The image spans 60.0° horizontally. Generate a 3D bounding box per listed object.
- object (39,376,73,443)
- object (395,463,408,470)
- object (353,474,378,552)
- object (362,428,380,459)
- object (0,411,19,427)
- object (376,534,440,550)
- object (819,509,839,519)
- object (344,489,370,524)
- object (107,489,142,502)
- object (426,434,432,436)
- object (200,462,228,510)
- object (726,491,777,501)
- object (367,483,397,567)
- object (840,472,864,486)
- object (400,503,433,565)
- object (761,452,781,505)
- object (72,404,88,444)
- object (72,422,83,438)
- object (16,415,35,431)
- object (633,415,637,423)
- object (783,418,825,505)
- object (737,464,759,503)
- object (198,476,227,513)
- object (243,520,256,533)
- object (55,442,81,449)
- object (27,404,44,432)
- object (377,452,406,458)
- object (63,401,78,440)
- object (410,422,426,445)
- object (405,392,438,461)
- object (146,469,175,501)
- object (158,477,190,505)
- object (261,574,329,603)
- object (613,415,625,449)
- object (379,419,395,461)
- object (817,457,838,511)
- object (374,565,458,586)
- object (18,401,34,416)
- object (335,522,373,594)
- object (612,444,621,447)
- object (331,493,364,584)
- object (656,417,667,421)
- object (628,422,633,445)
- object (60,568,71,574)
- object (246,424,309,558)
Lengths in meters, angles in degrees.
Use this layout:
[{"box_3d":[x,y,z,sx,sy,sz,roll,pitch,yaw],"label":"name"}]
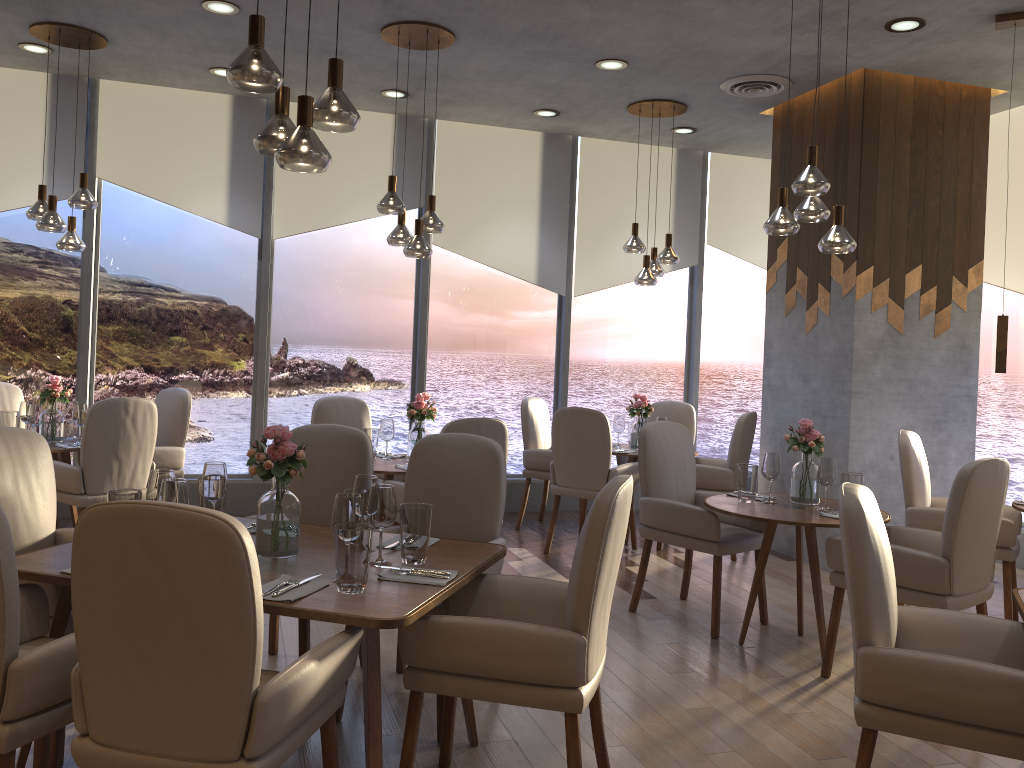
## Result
[{"box_3d":[-2.849,0.153,5.519,0.198,0.416,0.210,2,0,-20],"label":"object"},{"box_3d":[-0.559,0.465,4.993,0.157,0.019,0.255,1,2,-33],"label":"object"},{"box_3d":[-0.481,0.423,2.905,0.092,0.244,0.092,3,0,35],"label":"object"},{"box_3d":[-0.855,0.360,5.356,0.102,0.178,0.102,3,1,22],"label":"object"},{"box_3d":[-3.134,0.259,5.520,0.102,0.178,0.102,3,1,13],"label":"object"},{"box_3d":[-0.359,0.537,3.012,0.157,0.019,0.255,3,2,16],"label":"object"},{"box_3d":[1.486,0.585,3.971,0.157,0.019,0.255,1,3,-42],"label":"object"},{"box_3d":[-0.522,0.451,3.007,0.102,0.178,0.102,3,1,32],"label":"object"},{"box_3d":[-1.230,0.428,2.807,0.102,0.178,0.102,3,1,24],"label":"object"},{"box_3d":[-0.449,0.385,5.120,0.102,0.178,0.102,2,1,3],"label":"object"},{"box_3d":[-1.031,0.395,3.065,0.092,0.244,0.092,2,0,-4],"label":"object"},{"box_3d":[1.215,0.558,4.428,0.157,0.019,0.255,1,3,-43],"label":"object"},{"box_3d":[-0.402,0.433,2.727,0.092,0.244,0.092,3,0,39],"label":"object"},{"box_3d":[1.575,0.504,4.113,0.102,0.178,0.102,2,1,-26],"label":"object"},{"box_3d":[-0.303,0.468,2.770,0.102,0.178,0.102,3,1,30],"label":"object"},{"box_3d":[1.245,0.452,4.263,0.092,0.244,0.092,2,0,-23],"label":"object"},{"box_3d":[-2.678,0.246,5.496,0.092,0.244,0.092,2,0,-23],"label":"object"},{"box_3d":[-2.821,0.263,5.791,0.102,0.178,0.102,2,1,-23],"label":"object"},{"box_3d":[-2.886,0.279,5.254,0.102,0.178,0.102,3,1,34],"label":"object"},{"box_3d":[0.960,0.356,6.727,0.092,0.244,0.092,2,0,-15],"label":"object"},{"box_3d":[1.423,0.373,4.313,0.198,0.416,0.210,3,1,30],"label":"object"},{"box_3d":[1.136,0.480,4.283,0.102,0.178,0.102,2,1,-37],"label":"object"},{"box_3d":[-1.071,0.423,3.167,0.102,0.178,0.102,3,1,32],"label":"object"},{"box_3d":[-0.908,0.509,3.172,0.157,0.019,0.255,3,2,16],"label":"object"},{"box_3d":[-2.642,0.366,5.336,0.255,0.019,0.157,4,3,42],"label":"object"},{"box_3d":[-2.883,0.243,5.363,0.092,0.244,0.092,2,0,18],"label":"object"},{"box_3d":[-0.755,0.440,5.486,0.157,0.019,0.255,1,2,-34],"label":"object"},{"box_3d":[-2.828,0.234,5.682,0.092,0.244,0.092,3,0,38],"label":"object"},{"box_3d":[-0.550,0.347,5.159,0.092,0.244,0.092,3,0,38],"label":"object"},{"box_3d":[-0.545,0.256,5.317,0.210,0.416,0.198,2,1,-45],"label":"object"},{"box_3d":[-1.125,0.399,2.842,0.092,0.244,0.092,2,0,-2],"label":"object"},{"box_3d":[-1.021,0.409,2.671,0.092,0.244,0.092,2,0,-25],"label":"object"},{"box_3d":[-0.603,0.548,2.414,0.157,0.019,0.255,3,2,17],"label":"object"},{"box_3d":[0.795,0.354,6.595,0.092,0.244,0.092,2,0,-36],"label":"object"},{"box_3d":[-0.751,0.333,5.320,0.092,0.244,0.092,2,0,-31],"label":"object"},{"box_3d":[1.469,0.466,4.135,0.092,0.244,0.092,3,0,29],"label":"object"},{"box_3d":[-0.295,0.554,2.604,0.255,0.019,0.157,3,2,14],"label":"object"},{"box_3d":[-3.024,0.231,5.519,0.092,0.244,0.092,2,0,-33],"label":"object"},{"box_3d":[-0.434,0.475,2.414,0.102,0.178,0.102,2,1,-17],"label":"object"},{"box_3d":[0.729,0.458,6.750,0.255,0.019,0.157,4,2,34],"label":"object"},{"box_3d":[-0.469,0.437,2.517,0.092,0.244,0.092,2,0,-31],"label":"object"},{"box_3d":[1.103,0.368,6.548,0.092,0.244,0.092,2,0,13],"label":"object"},{"box_3d":[0.941,0.384,6.835,0.102,0.178,0.102,2,1,-6],"label":"object"},{"box_3d":[-1.156,0.519,2.568,0.157,0.019,0.255,3,2,17],"label":"object"},{"box_3d":[-0.747,0.333,2.811,0.198,0.416,0.210,3,1,30],"label":"object"}]
